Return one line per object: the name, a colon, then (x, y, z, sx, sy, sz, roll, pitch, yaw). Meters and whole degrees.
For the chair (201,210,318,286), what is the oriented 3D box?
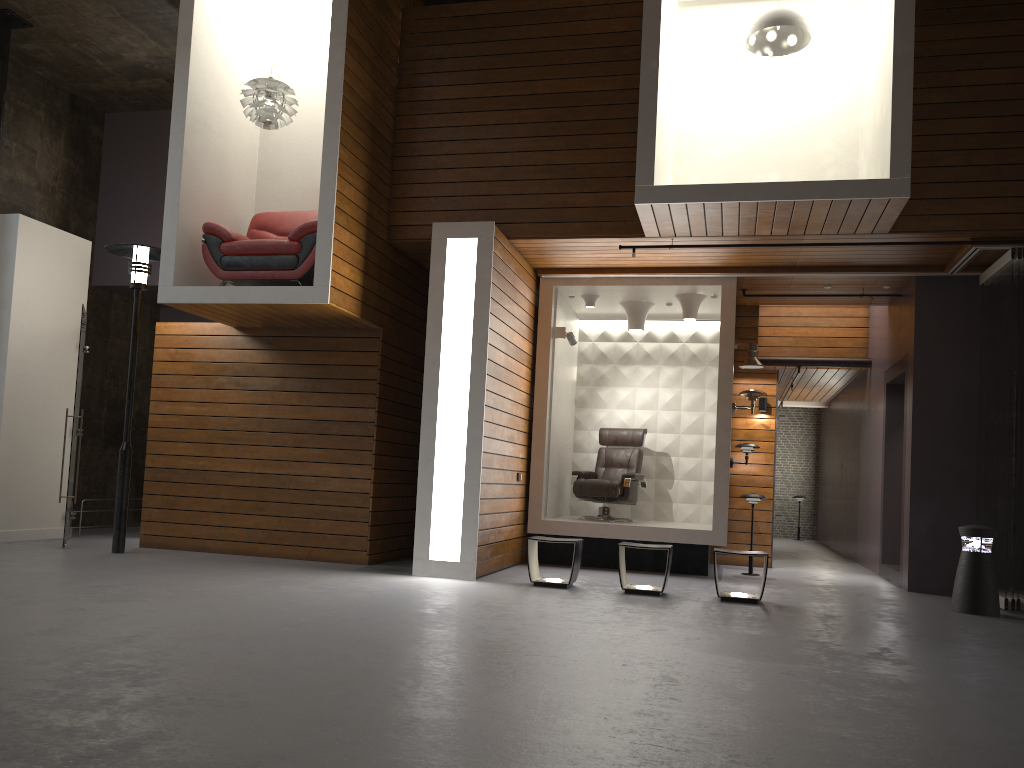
chair: (-2.058, -1.223, 8.052, 1.199, 0.934, 0.956, 2, -5, 14)

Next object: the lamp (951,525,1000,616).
lamp: (3.710, 1.476, 7.077, 0.348, 0.694, 0.349, 2, -4, 20)

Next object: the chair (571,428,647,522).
chair: (1.111, 1.006, 10.027, 0.755, 1.068, 0.828, 1, -5, 29)

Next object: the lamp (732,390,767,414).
lamp: (2.468, 0.186, 9.202, 0.351, 0.270, 0.289, 2, -5, 14)

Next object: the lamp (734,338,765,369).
lamp: (2.675, -0.351, 9.964, 0.346, 0.330, 0.296, 2, -5, 16)

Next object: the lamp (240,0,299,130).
lamp: (-2.096, -3.143, 7.816, 0.512, 1.769, 0.488, 4, -4, -22)

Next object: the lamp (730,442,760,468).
lamp: (2.642, 0.809, 10.035, 0.326, 0.296, 0.289, 2, -5, 14)

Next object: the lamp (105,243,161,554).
lamp: (-3.570, 0.174, 8.268, 0.631, 2.939, 0.630, 5, -4, -35)

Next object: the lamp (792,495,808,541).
lamp: (5.487, 2.553, 16.923, 0.287, 0.860, 0.288, 2, -4, 11)

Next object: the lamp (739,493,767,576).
lamp: (2.526, 1.574, 9.321, 0.287, 0.860, 0.288, 3, -4, 0)

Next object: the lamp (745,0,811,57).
lamp: (2.261, -3.369, 7.476, 0.530, 0.984, 0.532, 1, -4, 27)

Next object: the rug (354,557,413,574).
rug: (-0.953, 1.730, 8.485, 0.540, 0.014, 1.584, 1, -6, 14)

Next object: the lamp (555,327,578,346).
lamp: (0.583, -0.507, 9.398, 0.249, 0.188, 0.129, 5, -5, -17)

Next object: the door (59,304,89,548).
door: (-4.381, 0.435, 8.914, 0.147, 2.297, 1.288, 4, -4, -23)
